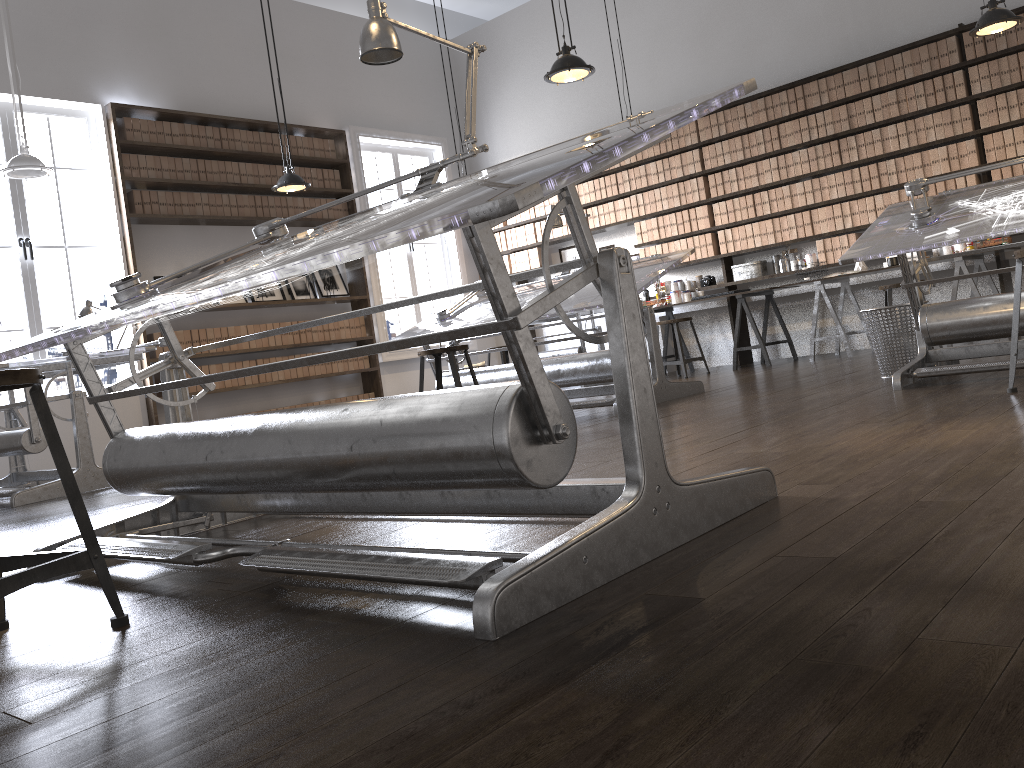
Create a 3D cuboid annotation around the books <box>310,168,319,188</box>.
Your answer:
[{"bbox_3d":[-2.062,-2.070,9.028,0.174,0.226,0.067,-9,-1,41],"label":"books"}]

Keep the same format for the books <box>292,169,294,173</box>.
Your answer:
[{"bbox_3d":[-2.243,-2.036,8.822,0.174,0.226,0.067,-9,-1,41],"label":"books"}]

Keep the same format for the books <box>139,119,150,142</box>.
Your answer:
[{"bbox_3d":[-3.240,-2.176,7.724,0.174,0.226,0.067,-9,-1,41],"label":"books"}]

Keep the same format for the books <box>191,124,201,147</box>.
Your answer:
[{"bbox_3d":[-2.930,-2.233,8.087,0.174,0.226,0.067,-9,-1,41],"label":"books"}]

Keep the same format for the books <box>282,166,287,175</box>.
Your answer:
[{"bbox_3d":[-2.283,-2.029,8.773,0.174,0.226,0.067,-9,-1,41],"label":"books"}]

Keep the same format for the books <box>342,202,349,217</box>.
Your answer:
[{"bbox_3d":[-1.797,-1.802,9.281,0.174,0.226,0.067,-9,-1,41],"label":"books"}]

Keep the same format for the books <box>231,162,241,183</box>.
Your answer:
[{"bbox_3d":[-2.647,-1.962,8.351,0.174,0.226,0.067,-9,-1,41],"label":"books"}]

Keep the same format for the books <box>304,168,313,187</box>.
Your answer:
[{"bbox_3d":[-2.111,-2.061,8.977,0.174,0.226,0.067,-9,-1,41],"label":"books"}]

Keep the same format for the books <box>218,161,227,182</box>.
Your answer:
[{"bbox_3d":[-2.738,-1.944,8.240,0.174,0.226,0.067,-9,-1,41],"label":"books"}]

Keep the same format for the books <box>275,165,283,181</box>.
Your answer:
[{"bbox_3d":[-2.329,-2.020,8.717,0.174,0.226,0.067,-9,-1,41],"label":"books"}]

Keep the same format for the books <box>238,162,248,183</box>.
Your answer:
[{"bbox_3d":[-2.597,-1.971,8.406,0.174,0.226,0.067,-9,-1,41],"label":"books"}]

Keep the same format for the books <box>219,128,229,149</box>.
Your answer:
[{"bbox_3d":[-2.739,-2.268,8.301,0.174,0.226,0.067,-9,-1,41],"label":"books"}]

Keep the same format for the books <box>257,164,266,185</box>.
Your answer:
[{"bbox_3d":[-2.465,-1.995,8.558,0.174,0.226,0.067,-9,-1,41],"label":"books"}]

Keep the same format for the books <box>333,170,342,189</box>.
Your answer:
[{"bbox_3d":[-1.871,-2.105,9.253,0.174,0.226,0.067,-9,-1,41],"label":"books"}]

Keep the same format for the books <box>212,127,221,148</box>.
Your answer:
[{"bbox_3d":[-2.792,-2.259,8.249,0.174,0.226,0.067,-9,-1,41],"label":"books"}]

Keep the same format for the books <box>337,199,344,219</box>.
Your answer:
[{"bbox_3d":[-1.842,-1.794,9.227,0.174,0.226,0.067,-9,-1,41],"label":"books"}]

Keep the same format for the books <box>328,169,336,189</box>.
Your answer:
[{"bbox_3d":[-1.922,-2.096,9.198,0.174,0.226,0.067,-9,-1,41],"label":"books"}]

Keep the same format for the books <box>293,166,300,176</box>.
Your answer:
[{"bbox_3d":[-2.196,-2.045,8.869,0.174,0.226,0.067,-9,-1,41],"label":"books"}]

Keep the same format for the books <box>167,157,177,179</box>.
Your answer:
[{"bbox_3d":[-3.062,-1.885,7.873,0.174,0.226,0.067,-9,-1,41],"label":"books"}]

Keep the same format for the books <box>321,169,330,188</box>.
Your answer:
[{"bbox_3d":[-1.966,-2.088,9.138,0.174,0.226,0.067,-9,-1,41],"label":"books"}]

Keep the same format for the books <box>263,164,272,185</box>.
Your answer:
[{"bbox_3d":[-2.424,-2.003,8.615,0.174,0.226,0.067,-9,-1,41],"label":"books"}]

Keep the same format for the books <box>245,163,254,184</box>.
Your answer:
[{"bbox_3d":[-2.551,-1.979,8.462,0.174,0.226,0.067,-9,-1,41],"label":"books"}]

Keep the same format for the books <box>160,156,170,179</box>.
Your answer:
[{"bbox_3d":[-3.102,-1.877,7.818,0.174,0.226,0.067,-9,-1,41],"label":"books"}]

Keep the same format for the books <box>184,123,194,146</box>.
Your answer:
[{"bbox_3d":[-2.970,-2.226,8.033,0.174,0.226,0.067,-9,-1,41],"label":"books"}]

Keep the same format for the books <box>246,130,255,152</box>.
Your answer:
[{"bbox_3d":[-2.560,-2.302,8.518,0.174,0.226,0.067,-9,-1,41],"label":"books"}]

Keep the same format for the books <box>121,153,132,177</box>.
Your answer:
[{"bbox_3d":[-3.330,-1.835,7.565,0.174,0.226,0.067,-9,-1,41],"label":"books"}]

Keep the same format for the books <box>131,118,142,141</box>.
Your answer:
[{"bbox_3d":[-3.285,-2.167,7.667,0.174,0.226,0.067,-9,-1,41],"label":"books"}]

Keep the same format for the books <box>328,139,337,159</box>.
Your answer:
[{"bbox_3d":[-1.923,-2.420,9.250,0.174,0.226,0.067,-9,-1,41],"label":"books"}]

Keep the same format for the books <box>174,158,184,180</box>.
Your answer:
[{"bbox_3d":[-3.016,-1.893,7.927,0.174,0.226,0.067,-9,-1,41],"label":"books"}]

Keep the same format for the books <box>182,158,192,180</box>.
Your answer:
[{"bbox_3d":[-2.967,-1.902,7.978,0.174,0.226,0.067,-9,-1,41],"label":"books"}]

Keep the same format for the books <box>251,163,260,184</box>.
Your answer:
[{"bbox_3d":[-2.511,-1.987,8.511,0.174,0.226,0.067,-9,-1,41],"label":"books"}]

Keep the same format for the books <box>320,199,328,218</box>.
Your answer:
[{"bbox_3d":[-1.973,-1.769,9.074,0.174,0.226,0.067,-9,-1,41],"label":"books"}]

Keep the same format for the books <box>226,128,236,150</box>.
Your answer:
[{"bbox_3d":[-2.695,-2.277,8.361,0.174,0.226,0.067,-9,-1,41],"label":"books"}]

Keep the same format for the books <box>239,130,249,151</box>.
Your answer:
[{"bbox_3d":[-2.603,-2.294,8.463,0.174,0.226,0.067,-9,-1,41],"label":"books"}]

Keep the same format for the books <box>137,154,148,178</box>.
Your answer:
[{"bbox_3d":[-3.234,-1.853,7.667,0.174,0.226,0.067,-9,-1,41],"label":"books"}]

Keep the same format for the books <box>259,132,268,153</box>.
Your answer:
[{"bbox_3d":[-2.464,-2.320,8.626,0.174,0.226,0.067,-9,-1,41],"label":"books"}]

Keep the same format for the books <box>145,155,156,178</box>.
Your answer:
[{"bbox_3d":[-3.188,-1.861,7.723,0.174,0.226,0.067,-9,-1,41],"label":"books"}]

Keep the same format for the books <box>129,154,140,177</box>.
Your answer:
[{"bbox_3d":[-3.283,-1.844,7.616,0.174,0.226,0.067,-9,-1,41],"label":"books"}]

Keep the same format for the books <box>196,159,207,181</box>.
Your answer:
[{"bbox_3d":[-2.871,-1.920,8.087,0.174,0.226,0.067,-9,-1,41],"label":"books"}]

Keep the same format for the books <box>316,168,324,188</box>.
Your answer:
[{"bbox_3d":[-2.019,-2.078,9.085,0.174,0.226,0.067,-9,-1,41],"label":"books"}]

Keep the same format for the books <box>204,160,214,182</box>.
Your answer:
[{"bbox_3d":[-2.827,-1.928,8.147,0.174,0.226,0.067,-9,-1,41],"label":"books"}]

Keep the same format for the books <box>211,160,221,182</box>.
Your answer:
[{"bbox_3d":[-2.783,-1.936,8.195,0.174,0.226,0.067,-9,-1,41],"label":"books"}]

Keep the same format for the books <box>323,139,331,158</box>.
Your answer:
[{"bbox_3d":[-1.972,-2.411,9.199,0.174,0.226,0.067,-9,-1,41],"label":"books"}]

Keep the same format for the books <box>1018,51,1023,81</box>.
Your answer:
[{"bbox_3d":[3.915,-2.401,6.726,0.066,0.226,0.175,-9,-1,41],"label":"books"}]

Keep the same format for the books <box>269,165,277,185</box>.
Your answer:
[{"bbox_3d":[-2.378,-2.012,8.667,0.174,0.226,0.067,-9,-1,41],"label":"books"}]

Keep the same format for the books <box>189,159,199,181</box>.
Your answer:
[{"bbox_3d":[-2.924,-1.910,8.034,0.174,0.226,0.067,-9,-1,41],"label":"books"}]

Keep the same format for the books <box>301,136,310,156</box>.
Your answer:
[{"bbox_3d":[-2.144,-2.379,8.995,0.174,0.226,0.067,-9,-1,41],"label":"books"}]

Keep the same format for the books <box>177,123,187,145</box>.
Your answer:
[{"bbox_3d":[-3.017,-2.217,7.985,0.174,0.226,0.067,-9,-1,41],"label":"books"}]

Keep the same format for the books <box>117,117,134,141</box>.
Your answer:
[{"bbox_3d":[-3.332,-2.159,7.612,0.174,0.226,0.067,-9,-1,41],"label":"books"}]

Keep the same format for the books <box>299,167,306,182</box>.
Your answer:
[{"bbox_3d":[-2.157,-2.052,8.924,0.174,0.226,0.067,-9,-1,41],"label":"books"}]

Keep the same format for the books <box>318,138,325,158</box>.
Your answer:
[{"bbox_3d":[-2.018,-2.402,9.146,0.174,0.226,0.067,-9,-1,41],"label":"books"}]

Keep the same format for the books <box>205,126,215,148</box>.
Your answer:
[{"bbox_3d":[-2.835,-2.251,8.192,0.174,0.226,0.067,-9,-1,41],"label":"books"}]

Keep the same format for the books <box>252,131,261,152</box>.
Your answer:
[{"bbox_3d":[-2.514,-2.310,8.570,0.174,0.226,0.067,-9,-1,41],"label":"books"}]

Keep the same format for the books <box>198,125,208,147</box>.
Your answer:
[{"bbox_3d":[-2.884,-2.242,8.141,0.174,0.226,0.067,-9,-1,41],"label":"books"}]

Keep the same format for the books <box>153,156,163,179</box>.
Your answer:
[{"bbox_3d":[-3.149,-1.869,7.771,0.174,0.226,0.067,-9,-1,41],"label":"books"}]

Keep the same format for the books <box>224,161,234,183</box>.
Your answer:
[{"bbox_3d":[-2.691,-1.953,8.294,0.174,0.226,0.067,-9,-1,41],"label":"books"}]

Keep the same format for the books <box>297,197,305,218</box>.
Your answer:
[{"bbox_3d":[-2.156,-1.735,8.861,0.174,0.226,0.067,-9,-1,41],"label":"books"}]

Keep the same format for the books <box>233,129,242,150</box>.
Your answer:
[{"bbox_3d":[-2.647,-2.285,8.406,0.174,0.226,0.067,-9,-1,41],"label":"books"}]

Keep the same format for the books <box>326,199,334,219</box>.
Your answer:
[{"bbox_3d":[-1.923,-1.778,9.126,0.174,0.226,0.067,-9,-1,41],"label":"books"}]
